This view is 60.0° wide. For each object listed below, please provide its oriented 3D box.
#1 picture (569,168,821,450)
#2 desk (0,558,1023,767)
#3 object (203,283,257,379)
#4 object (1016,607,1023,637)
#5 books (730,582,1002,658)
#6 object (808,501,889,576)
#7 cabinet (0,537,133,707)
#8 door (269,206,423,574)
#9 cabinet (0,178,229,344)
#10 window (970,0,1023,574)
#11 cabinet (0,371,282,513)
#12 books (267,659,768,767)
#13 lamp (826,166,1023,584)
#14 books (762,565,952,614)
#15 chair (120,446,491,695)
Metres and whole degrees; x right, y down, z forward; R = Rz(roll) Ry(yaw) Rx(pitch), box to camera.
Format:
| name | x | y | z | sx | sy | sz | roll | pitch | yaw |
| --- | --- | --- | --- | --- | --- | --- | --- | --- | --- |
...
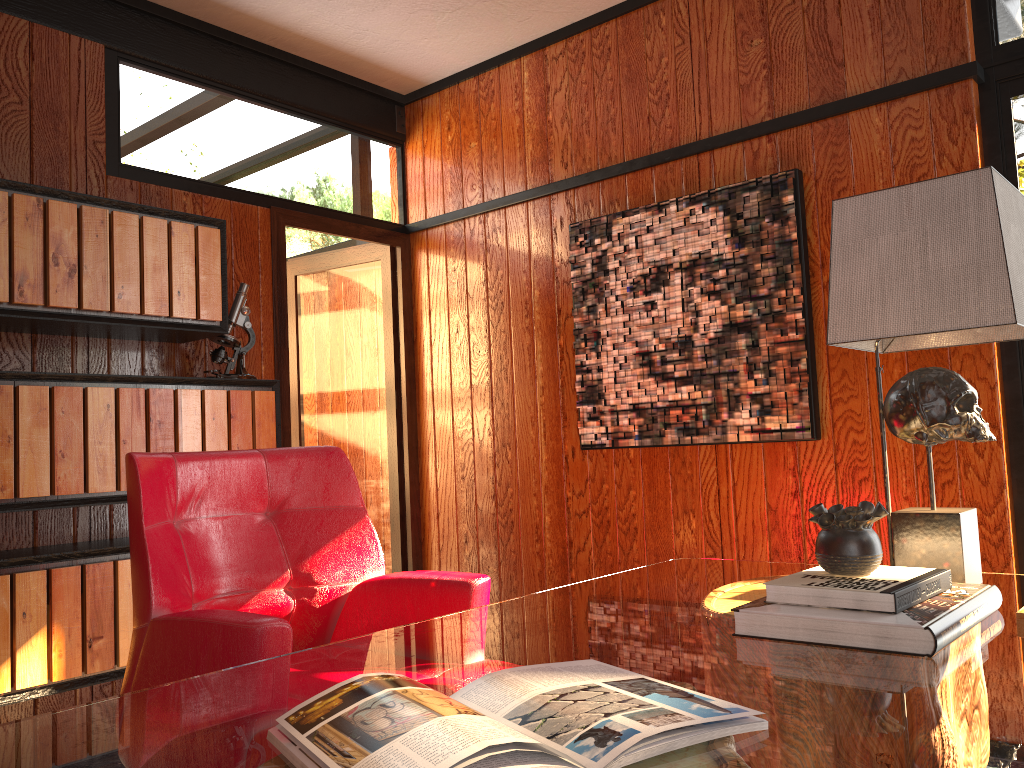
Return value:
| name | x | y | z | sx | sy | sz | roll | pitch | yaw |
| --- | --- | --- | --- | --- | --- | --- | --- | --- | --- |
| picture | 0.591 | -0.220 | 3.106 | 0.916 | 0.873 | 0.061 | -6 | -5 | 40 |
| desk | 0.262 | 0.679 | 1.114 | 1.150 | 0.632 | 1.900 | -6 | -5 | 40 |
| object | -0.987 | -0.185 | 3.110 | 0.181 | 0.354 | 0.142 | -2 | -4 | -13 |
| object | 0.826 | 0.323 | 1.275 | 0.135 | 0.049 | 0.238 | -6 | -5 | 40 |
| books | 0.552 | 0.347 | 1.364 | 0.286 | 0.040 | 0.366 | -6 | -5 | 40 |
| object | 0.533 | 0.244 | 1.402 | 0.118 | 0.114 | 0.121 | -5 | -5 | 34 |
| cabinet | -1.559 | 0.678 | 2.390 | 0.321 | 0.390 | 1.653 | -6 | -5 | 40 |
| door | -0.945 | 0.308 | 3.963 | 0.734 | 1.955 | 0.751 | -6 | -5 | 40 |
| cabinet | -1.607 | -0.373 | 2.466 | 0.321 | 0.390 | 1.653 | -6 | -5 | 40 |
| window | 2.277 | -0.331 | 1.868 | 2.260 | 2.580 | 0.085 | -6 | -5 | 40 |
| cabinet | -1.454 | 0.171 | 2.578 | 0.321 | 0.390 | 1.653 | -6 | -5 | 40 |
| books | -0.002 | 0.335 | 0.912 | 0.422 | 0.049 | 0.300 | 0 | -5 | -30 |
| lamp | 0.813 | 0.009 | 1.666 | 0.316 | 0.732 | 0.316 | -6 | -5 | 40 |
| books | 0.540 | 0.314 | 1.380 | 0.198 | 0.029 | 0.249 | -6 | -6 | 42 |
| chair | -0.465 | 0.609 | 1.885 | 0.839 | 0.956 | 0.621 | -6 | -5 | 40 |
